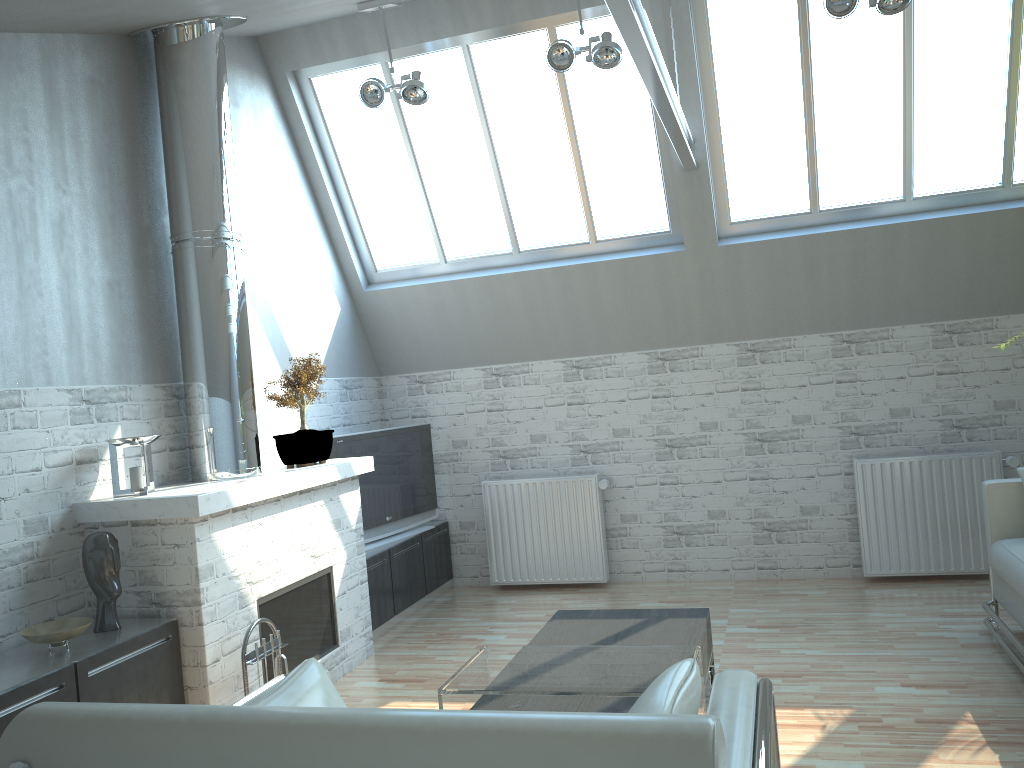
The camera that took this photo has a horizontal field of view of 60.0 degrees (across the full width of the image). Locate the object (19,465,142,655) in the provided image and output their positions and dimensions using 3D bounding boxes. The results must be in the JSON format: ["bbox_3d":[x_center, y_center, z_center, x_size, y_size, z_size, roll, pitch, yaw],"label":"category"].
[{"bbox_3d":[-1.174,1.798,6.566,4.859,2.558,1.528,-5,0,16],"label":"object"}]

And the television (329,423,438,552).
[{"bbox_3d":[-1.845,1.387,12.162,0.592,1.514,2.577,-5,0,27],"label":"television"}]

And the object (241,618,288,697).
[{"bbox_3d":[-2.165,2.610,7.738,0.412,1.124,0.584,-5,0,17],"label":"object"}]

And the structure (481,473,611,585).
[{"bbox_3d":[0.557,2.111,12.867,1.892,1.524,0.508,-5,0,17],"label":"structure"}]

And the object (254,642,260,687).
[{"bbox_3d":[-2.078,2.647,7.510,0.146,0.916,0.131,-5,0,17],"label":"object"}]

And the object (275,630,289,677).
[{"bbox_3d":[-2.037,2.623,7.866,0.155,0.873,0.026,-5,0,18],"label":"object"}]

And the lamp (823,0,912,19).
[{"bbox_3d":[3.393,-4.195,8.575,0.808,1.172,0.618,-5,0,21],"label":"lamp"}]

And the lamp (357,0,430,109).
[{"bbox_3d":[-1.413,-3.758,10.017,0.808,1.172,0.619,-5,0,21],"label":"lamp"}]

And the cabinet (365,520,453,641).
[{"bbox_3d":[-1.819,2.656,12.089,0.908,1.016,3.234,-5,0,17],"label":"cabinet"}]

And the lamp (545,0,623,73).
[{"bbox_3d":[0.697,-3.950,9.384,0.808,1.172,0.619,-5,0,21],"label":"lamp"}]

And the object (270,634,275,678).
[{"bbox_3d":[-2.070,2.617,7.757,0.025,0.855,0.025,-5,0,39],"label":"object"}]

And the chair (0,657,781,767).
[{"bbox_3d":[-0.238,1.980,3.468,2.507,2.001,2.201,-5,0,17],"label":"chair"}]

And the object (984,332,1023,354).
[{"bbox_3d":[6.823,0.174,8.118,3.777,4.386,5.015,-5,0,-8],"label":"object"}]

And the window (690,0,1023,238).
[{"bbox_3d":[4.597,-3.494,10.305,4.651,2.787,1.897,-5,0,17],"label":"window"}]

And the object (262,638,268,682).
[{"bbox_3d":[-2.040,2.652,7.648,0.145,0.932,0.065,-5,0,-2],"label":"object"}]

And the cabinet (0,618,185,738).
[{"bbox_3d":[-3.823,2.676,5.360,0.914,1.270,4.572,-5,0,17],"label":"cabinet"}]

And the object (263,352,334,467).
[{"bbox_3d":[-2.386,0.275,9.784,0.572,1.265,1.115,-5,0,20],"label":"object"}]

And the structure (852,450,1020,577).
[{"bbox_3d":[5.458,1.666,11.397,1.892,1.524,0.508,-5,0,17],"label":"structure"}]

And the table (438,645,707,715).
[{"bbox_3d":[0.486,2.477,6.415,1.726,0.867,1.015,-5,0,17],"label":"table"}]

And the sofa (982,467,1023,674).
[{"bbox_3d":[5.173,1.513,6.640,2.199,1.999,4.866,-5,0,17],"label":"sofa"}]

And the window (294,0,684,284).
[{"bbox_3d":[-0.250,-3.054,11.759,4.651,2.787,1.897,-5,0,17],"label":"window"}]

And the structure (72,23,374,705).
[{"bbox_3d":[-2.841,-0.358,9.027,1.309,7.180,3.302,-5,0,17],"label":"structure"}]
